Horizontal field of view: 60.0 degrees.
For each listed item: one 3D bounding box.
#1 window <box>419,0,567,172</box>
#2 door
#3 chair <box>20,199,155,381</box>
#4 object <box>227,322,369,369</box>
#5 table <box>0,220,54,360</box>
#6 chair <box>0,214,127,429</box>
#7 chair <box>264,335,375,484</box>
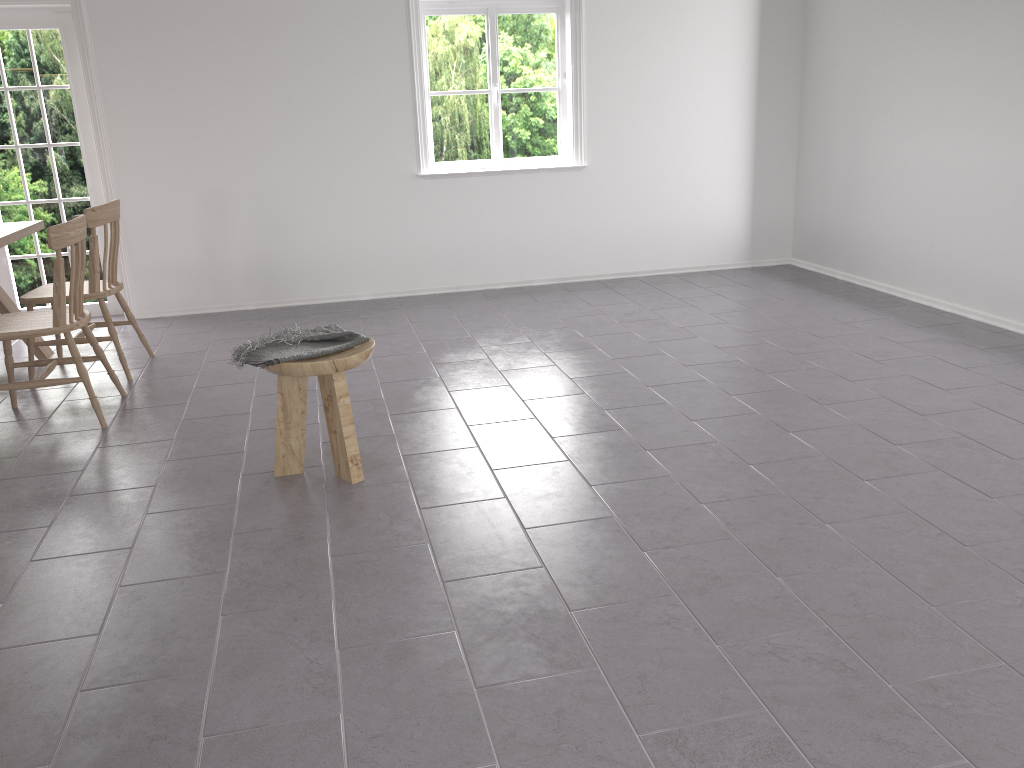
[{"bbox_3d":[-0.118,-2.120,6.356,1.055,1.168,0.120,-6,18,-12],"label":"window"},{"bbox_3d":[-3.501,-1.353,5.787,1.571,2.024,0.115,-6,18,-12],"label":"door"},{"bbox_3d":[-2.298,-0.502,4.712,0.519,0.902,0.506,-5,17,-7],"label":"chair"},{"bbox_3d":[-0.781,-0.152,3.262,0.462,0.120,0.348,-18,23,-40],"label":"object"},{"bbox_3d":[-3.019,-0.247,4.250,1.001,0.749,2.300,-6,18,-12],"label":"table"},{"bbox_3d":[-2.119,-0.279,3.974,0.519,0.902,0.506,-6,18,-12],"label":"chair"},{"bbox_3d":[-0.709,0.092,3.313,0.431,0.479,0.431,-1,17,4],"label":"chair"}]
